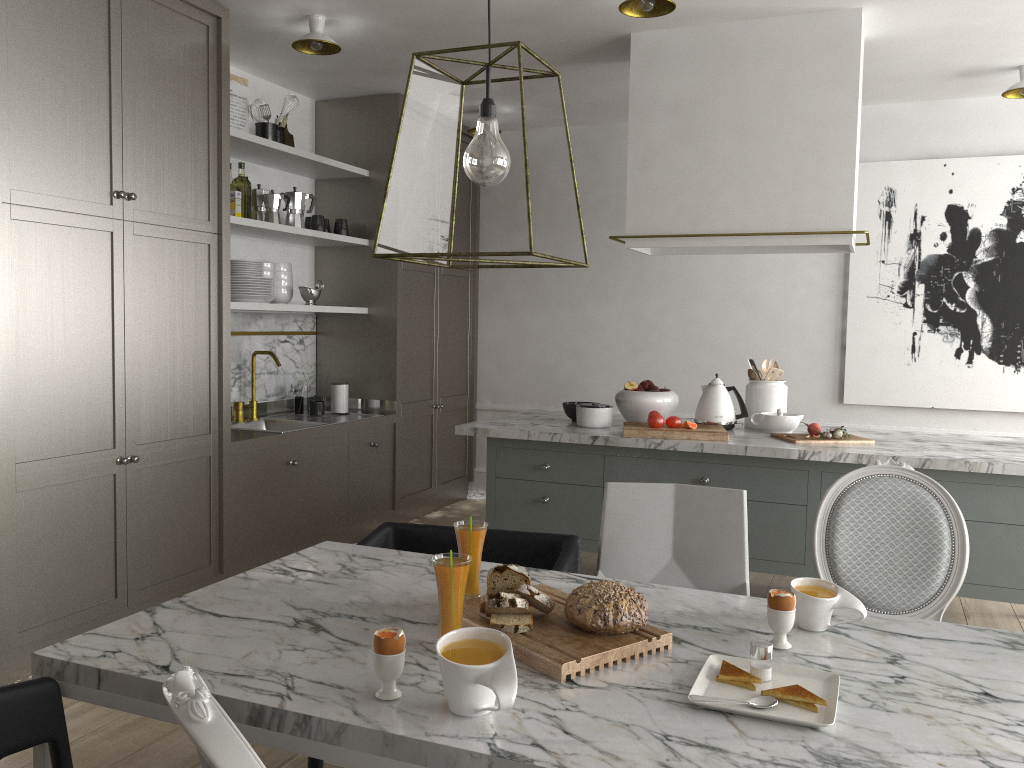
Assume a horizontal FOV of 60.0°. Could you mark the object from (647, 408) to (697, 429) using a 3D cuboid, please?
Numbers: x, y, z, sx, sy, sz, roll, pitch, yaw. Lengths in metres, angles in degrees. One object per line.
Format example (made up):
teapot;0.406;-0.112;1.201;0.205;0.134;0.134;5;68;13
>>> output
object;0.638;0.137;3.526;0.194;0.079;0.135;2;4;11

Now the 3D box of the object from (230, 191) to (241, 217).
object;-1.300;-0.821;4.109;0.077;0.141;0.044;2;4;17

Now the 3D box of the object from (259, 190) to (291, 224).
object;-1.124;-0.835;4.195;0.138;0.167;0.087;2;4;18

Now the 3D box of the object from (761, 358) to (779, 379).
object;1.110;0.036;3.877;0.056;0.296;0.131;5;5;42

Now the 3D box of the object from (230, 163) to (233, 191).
object;-1.335;-0.897;4.173;0.066;0.282;0.066;2;4;12

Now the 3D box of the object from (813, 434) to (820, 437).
object;1.173;0.201;3.414;0.030;0.017;0.013;3;5;31

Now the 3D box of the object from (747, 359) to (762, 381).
object;1.091;0.040;3.836;0.141;0.290;0.064;4;5;36

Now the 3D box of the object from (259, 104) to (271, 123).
object;-1.155;-1.229;4.230;0.039;0.185;0.132;2;4;13

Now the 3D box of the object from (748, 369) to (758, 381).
object;1.071;0.061;3.810;0.117;0.251;0.061;1;4;2

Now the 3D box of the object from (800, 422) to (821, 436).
object;1.188;0.178;3.512;0.050;0.051;0.090;0;4;-14

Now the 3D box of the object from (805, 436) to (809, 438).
object;1.136;0.203;3.421;0.028;0.010;0.015;1;4;-3

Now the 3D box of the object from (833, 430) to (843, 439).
object;1.254;0.193;3.413;0.035;0.036;0.037;2;4;10

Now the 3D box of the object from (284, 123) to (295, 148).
object;-1.142;-1.237;4.499;0.038;0.183;0.092;4;5;32

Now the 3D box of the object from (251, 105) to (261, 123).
object;-1.233;-1.280;4.295;0.085;0.148;0.050;1;4;-5

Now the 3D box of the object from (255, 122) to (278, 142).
object;-1.182;-1.189;4.272;0.108;0.118;0.108;2;4;14

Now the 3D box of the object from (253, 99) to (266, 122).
object;-1.189;-1.273;4.208;0.050;0.148;0.085;3;4;25

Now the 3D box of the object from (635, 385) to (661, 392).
object;0.577;0.044;3.829;0.154;0.074;0.135;2;4;18

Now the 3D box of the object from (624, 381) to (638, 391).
object;0.511;0.012;3.810;0.061;0.048;0.054;0;4;-14

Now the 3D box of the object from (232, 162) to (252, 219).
object;-1.258;-0.893;4.144;0.089;0.282;0.082;2;4;17

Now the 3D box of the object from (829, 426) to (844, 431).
object;1.289;0.185;3.518;0.057;0.039;0.049;2;4;19

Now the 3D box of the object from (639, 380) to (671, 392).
object;0.626;0.030;3.860;0.071;0.091;0.167;-2;5;-42

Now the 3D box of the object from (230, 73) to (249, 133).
object;-1.324;-1.291;4.187;0.074;0.327;0.183;3;5;32

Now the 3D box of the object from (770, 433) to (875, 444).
object;1.209;0.213;3.467;0.330;0.012;0.220;1;4;-8

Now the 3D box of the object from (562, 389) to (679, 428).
object;0.472;0.099;3.875;0.491;0.156;0.364;1;4;-1

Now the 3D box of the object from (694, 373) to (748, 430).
object;0.876;0.073;3.765;0.178;0.236;0.204;-1;5;-31

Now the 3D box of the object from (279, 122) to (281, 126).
object;-1.175;-1.238;4.487;0.023;0.185;0.092;4;5;32

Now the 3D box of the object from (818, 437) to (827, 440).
object;1.186;0.206;3.402;0.043;0.008;0.059;-1;4;-26

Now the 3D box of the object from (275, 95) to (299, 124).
object;-1.100;-1.329;4.332;0.070;0.187;0.135;3;4;25

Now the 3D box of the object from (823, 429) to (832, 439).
object;1.214;0.191;3.413;0.033;0.037;0.034;1;4;0

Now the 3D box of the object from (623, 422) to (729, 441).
object;0.646;0.188;3.541;0.400;0.030;0.290;2;4;7

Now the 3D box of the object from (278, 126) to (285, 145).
object;-1.180;-1.202;4.384;0.112;0.128;0.112;2;4;6

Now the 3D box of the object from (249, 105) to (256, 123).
object;-1.227;-1.236;4.270;0.059;0.199;0.098;5;5;42

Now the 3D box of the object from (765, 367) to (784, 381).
object;1.076;0.058;3.786;0.149;0.262;0.054;4;5;37

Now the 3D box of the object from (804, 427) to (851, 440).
object;1.199;0.194;3.430;0.224;0.058;0.116;-1;5;-32

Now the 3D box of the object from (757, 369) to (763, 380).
object;1.101;0.059;3.878;0.114;0.247;0.050;3;4;27

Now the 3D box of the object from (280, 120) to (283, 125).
object;-1.159;-1.251;4.419;0.016;0.191;0.106;4;5;32

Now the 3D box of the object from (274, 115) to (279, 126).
object;-1.179;-1.243;4.416;0.023;0.202;0.079;1;4;3

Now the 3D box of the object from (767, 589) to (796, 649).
object;0.483;0.420;1.594;0.050;0.101;0.050;3;4;29

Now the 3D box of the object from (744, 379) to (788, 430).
object;1.096;0.086;3.831;0.174;0.208;0.174;4;5;40

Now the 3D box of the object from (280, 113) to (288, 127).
object;-1.146;-1.241;4.386;0.083;0.201;0.023;0;4;-12

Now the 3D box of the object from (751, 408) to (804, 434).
object;1.098;0.148;3.656;0.172;0.110;0.159;-1;4;-22
